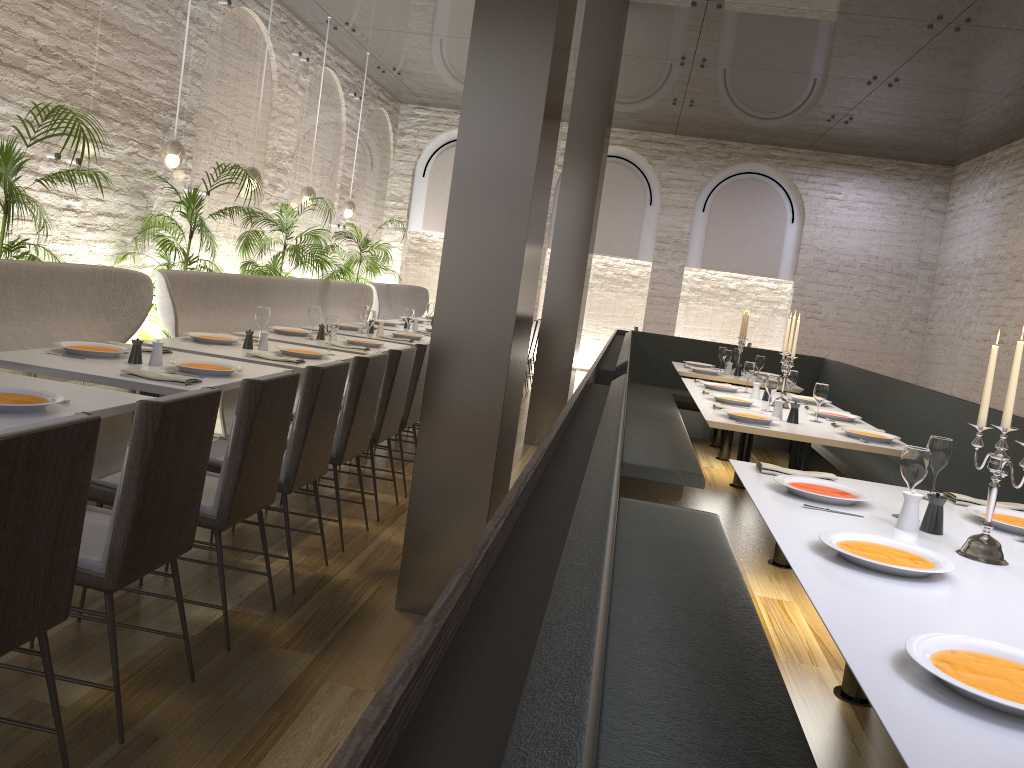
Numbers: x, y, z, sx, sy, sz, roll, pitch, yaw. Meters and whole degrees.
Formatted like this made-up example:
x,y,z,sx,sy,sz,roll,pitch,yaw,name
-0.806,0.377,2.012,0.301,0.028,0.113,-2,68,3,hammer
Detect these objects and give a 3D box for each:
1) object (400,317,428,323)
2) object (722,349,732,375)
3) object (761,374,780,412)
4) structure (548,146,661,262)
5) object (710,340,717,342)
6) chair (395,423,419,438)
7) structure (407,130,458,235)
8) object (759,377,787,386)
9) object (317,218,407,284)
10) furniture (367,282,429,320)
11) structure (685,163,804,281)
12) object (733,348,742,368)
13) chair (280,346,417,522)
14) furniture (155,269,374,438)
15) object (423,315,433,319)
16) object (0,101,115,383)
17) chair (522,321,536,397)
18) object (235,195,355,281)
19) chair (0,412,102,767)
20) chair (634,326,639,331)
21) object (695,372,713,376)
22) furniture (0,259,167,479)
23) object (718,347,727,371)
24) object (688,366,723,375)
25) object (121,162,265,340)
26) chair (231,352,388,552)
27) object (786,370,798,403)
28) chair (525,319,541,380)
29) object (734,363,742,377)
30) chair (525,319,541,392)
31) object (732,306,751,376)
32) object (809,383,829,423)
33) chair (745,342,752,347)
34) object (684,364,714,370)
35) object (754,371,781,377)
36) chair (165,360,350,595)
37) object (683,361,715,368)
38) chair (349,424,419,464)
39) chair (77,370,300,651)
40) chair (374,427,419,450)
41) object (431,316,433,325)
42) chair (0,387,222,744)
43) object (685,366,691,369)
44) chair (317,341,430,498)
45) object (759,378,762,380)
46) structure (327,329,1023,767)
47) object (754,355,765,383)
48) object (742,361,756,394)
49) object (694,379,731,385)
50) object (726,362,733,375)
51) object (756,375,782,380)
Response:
x,y,z,sx,sy,sz,roll,pitch,yaw,name
-1.077,-0.693,9.639,0.321,0.036,0.323,1,9,-45,object
1.973,-0.199,8.158,0.086,0.230,0.086,12,6,43,object
1.601,0.056,5.485,0.086,0.230,0.087,8,4,7,object
1.468,-2.814,13.636,1.635,1.670,0.098,9,4,7,structure
2.329,-0.396,10.305,0.087,0.230,0.086,11,6,37,object
-0.569,-0.002,7.089,0.566,0.903,0.413,9,5,7,chair
-0.749,-3.155,13.927,1.635,1.670,0.098,9,4,7,structure
2.368,-0.018,7.935,0.321,0.036,0.323,6,7,-17,object
-2.012,-1.245,11.547,1.144,1.969,1.193,7,5,-12,object
-1.333,-0.713,11.504,0.708,1.094,2.592,9,6,7,furniture
3.547,-2.493,13.363,1.635,1.670,0.098,9,4,7,structure
2.225,-0.235,8.772,0.086,0.230,0.086,6,5,-23,object
-0.883,0.214,4.830,0.566,0.903,0.413,9,5,7,chair
-1.839,-0.365,7.867,0.709,1.093,4.488,9,6,7,furniture
-0.925,-0.797,10.730,0.321,0.036,0.323,1,9,-45,object
-2.933,-0.625,5.035,1.150,1.969,1.187,12,6,38,object
-0.057,-0.353,10.766,0.566,0.903,0.413,9,5,7,chair
-2.367,-1.015,9.112,1.143,1.969,1.194,4,6,-42,object
-1.288,0.491,1.925,0.566,0.903,0.413,9,5,7,chair
2.193,-0.455,14.373,0.566,0.903,0.413,9,5,7,chair
1.709,-0.086,7.817,0.185,0.010,0.017,9,6,7,object
-2.478,0.073,3.278,0.709,1.093,4.488,9,6,7,furniture
2.035,-0.242,8.608,0.086,0.230,0.086,12,6,43,object
1.746,-0.114,8.019,0.321,0.036,0.323,6,7,-17,object
-2.642,-0.824,7.123,1.150,1.969,1.187,12,6,38,object
-0.961,0.267,4.270,0.566,0.903,0.413,9,5,7,chair
1.964,0.018,6.255,0.086,0.230,0.086,9,5,19,object
0.100,-0.461,11.892,0.566,0.903,0.413,9,5,7,chair
2.100,-0.131,8.222,0.068,0.126,0.069,4,6,-41,object
0.021,-0.406,11.320,0.566,0.903,0.413,9,5,7,chair
2.163,-0.409,8.332,0.132,0.655,0.390,9,5,18,object
1.826,0.112,5.268,0.086,0.230,0.087,4,6,-41,object
3.480,-0.257,14.204,0.566,0.903,0.413,9,5,7,chair
1.779,-0.153,8.454,0.273,0.033,0.143,9,6,7,object
2.471,-0.089,8.673,0.321,0.036,0.323,3,8,-34,object
-1.043,0.323,3.682,0.566,0.903,0.413,9,5,7,chair
1.849,-0.185,8.757,0.322,0.036,0.322,8,6,3,object
-0.723,0.104,5.977,0.566,0.903,0.413,9,5,7,chair
-1.121,0.377,3.123,0.566,0.903,0.413,9,5,7,chair
-0.646,0.051,6.532,0.566,0.903,0.413,9,5,7,chair
-0.841,-0.688,9.537,0.059,0.109,0.059,12,6,43,object
-1.206,0.435,2.512,0.566,0.903,0.413,9,5,7,chair
1.758,-0.138,8.301,0.273,0.033,0.143,9,6,7,object
-0.805,0.160,5.389,0.566,0.903,0.413,9,5,7,chair
2.432,-0.034,8.206,0.273,0.033,0.143,9,6,7,object
1.495,0.558,4.278,2.373,0.997,10.778,9,7,7,structure
2.185,-0.133,7.841,0.086,0.230,0.086,12,6,43,object
1.752,-0.048,6.573,0.086,0.230,0.086,9,5,19,object
1.562,-0.004,6.895,0.273,0.033,0.143,9,6,7,object
2.025,-0.146,8.256,0.068,0.126,0.069,4,6,-41,object
2.453,-0.048,8.359,0.273,0.033,0.143,9,6,7,object
